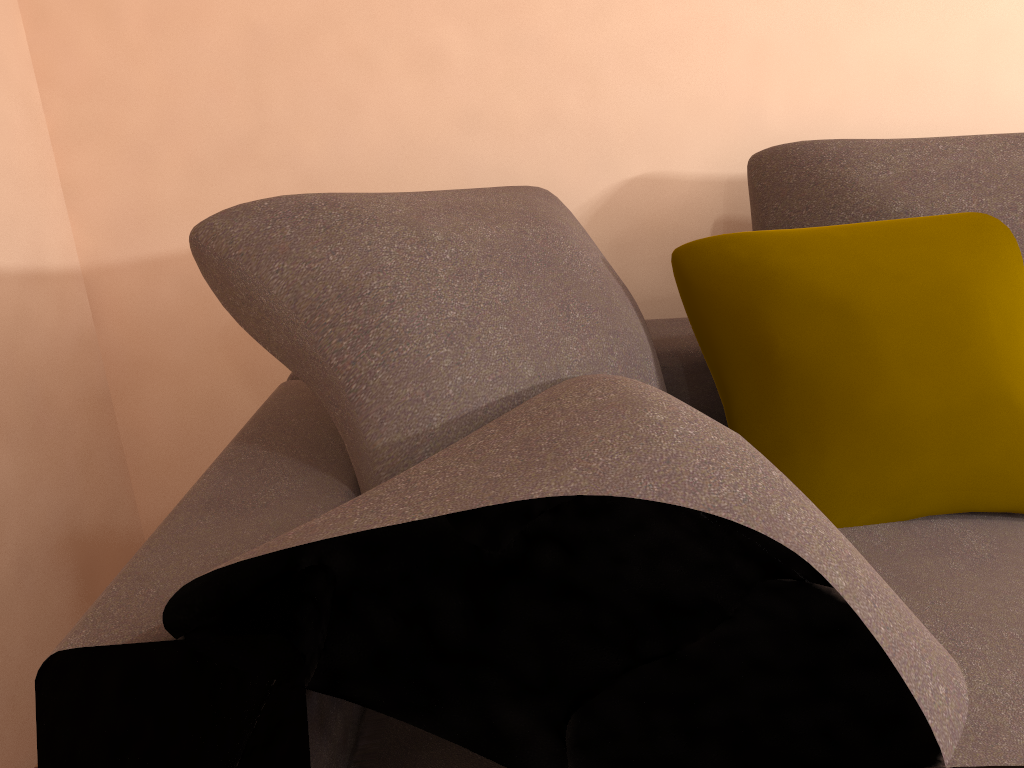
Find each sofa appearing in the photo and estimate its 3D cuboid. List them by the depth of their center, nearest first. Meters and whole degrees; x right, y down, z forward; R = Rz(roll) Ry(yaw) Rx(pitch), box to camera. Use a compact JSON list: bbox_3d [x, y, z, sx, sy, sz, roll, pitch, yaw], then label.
[{"bbox_3d":[1.338,0.488,1.010,3.565,0.776,1.906,-3,20,4],"label":"sofa"}]

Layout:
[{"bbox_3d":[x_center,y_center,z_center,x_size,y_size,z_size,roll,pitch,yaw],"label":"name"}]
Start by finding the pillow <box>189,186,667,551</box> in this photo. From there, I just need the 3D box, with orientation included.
[{"bbox_3d":[-0.017,-0.043,1.429,0.483,0.578,0.806,14,26,41],"label":"pillow"}]

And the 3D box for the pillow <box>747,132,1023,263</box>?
[{"bbox_3d":[0.821,-0.151,1.615,0.787,0.576,0.431,2,21,18],"label":"pillow"}]

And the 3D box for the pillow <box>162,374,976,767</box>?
[{"bbox_3d":[0.123,0.279,0.918,0.645,0.415,0.792,13,26,40],"label":"pillow"}]

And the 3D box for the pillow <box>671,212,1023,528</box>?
[{"bbox_3d":[0.599,-0.007,1.435,0.631,0.486,0.335,-5,20,-3],"label":"pillow"}]
